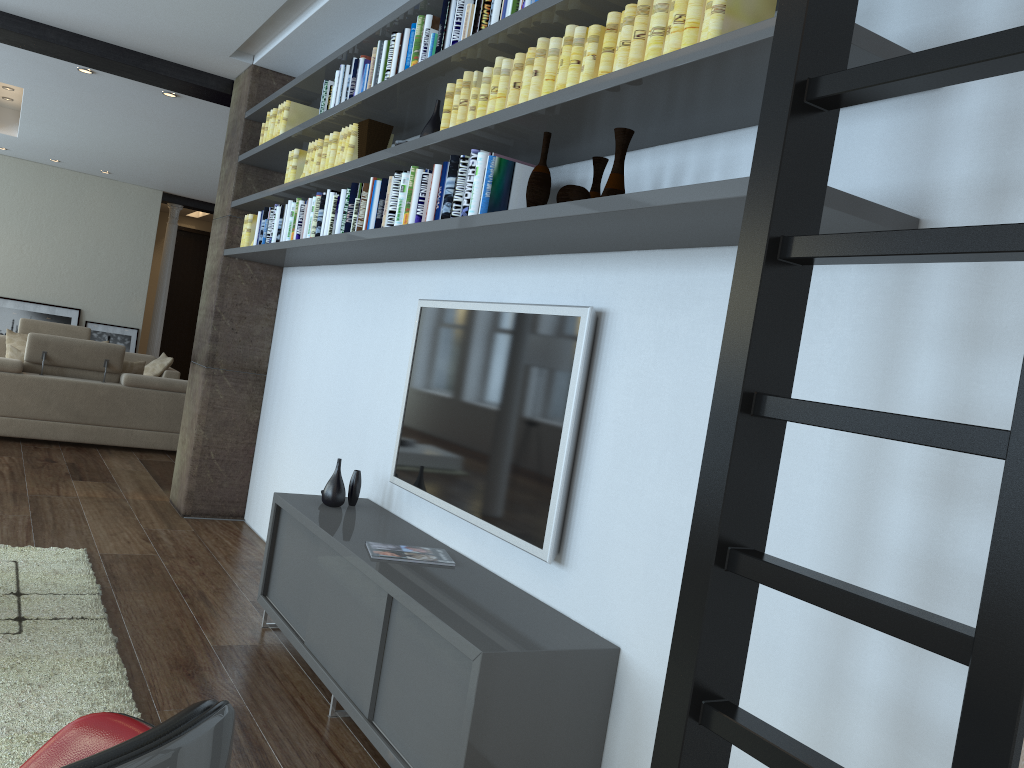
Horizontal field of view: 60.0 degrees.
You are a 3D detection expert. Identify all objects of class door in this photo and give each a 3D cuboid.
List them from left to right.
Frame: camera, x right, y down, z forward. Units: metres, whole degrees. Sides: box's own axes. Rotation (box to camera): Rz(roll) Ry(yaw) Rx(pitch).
[{"bbox_3d":[-5.816,-1.361,15.960,1.037,2.814,0.246,9,1,-31],"label":"door"}]

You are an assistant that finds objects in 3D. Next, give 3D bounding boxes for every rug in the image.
[{"bbox_3d":[-2.466,0.906,2.098,2.972,0.020,4.231,9,1,-31],"label":"rug"}]

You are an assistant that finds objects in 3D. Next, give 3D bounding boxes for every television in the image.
[{"bbox_3d":[-0.117,0.099,3.323,0.074,0.812,1.307,9,1,-31],"label":"television"}]

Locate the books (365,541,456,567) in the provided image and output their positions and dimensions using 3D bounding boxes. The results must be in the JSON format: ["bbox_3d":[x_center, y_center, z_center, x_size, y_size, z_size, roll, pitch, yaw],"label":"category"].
[{"bbox_3d":[-0.371,0.614,3.211,0.300,0.010,0.220,9,1,-16],"label":"books"}]

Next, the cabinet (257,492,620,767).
[{"bbox_3d":[-0.432,0.913,3.255,0.450,0.603,2.000,9,1,-31],"label":"cabinet"}]

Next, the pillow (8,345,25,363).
[{"bbox_3d":[-4.292,-0.114,8.050,0.519,0.416,0.368,9,1,-26],"label":"pillow"}]

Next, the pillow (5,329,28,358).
[{"bbox_3d":[-5.762,-0.410,10.590,0.519,0.416,0.368,8,2,-35],"label":"pillow"}]

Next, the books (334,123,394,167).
[{"bbox_3d":[-0.708,-1.085,4.188,0.189,0.228,0.249,9,1,-31],"label":"books"}]

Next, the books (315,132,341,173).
[{"bbox_3d":[-0.841,-1.110,4.422,0.209,0.220,0.278,8,1,-32],"label":"books"}]

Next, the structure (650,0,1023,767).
[{"bbox_3d":[0.581,-0.120,1.325,0.120,3.059,0.600,9,1,-31],"label":"structure"}]

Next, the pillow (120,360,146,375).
[{"bbox_3d":[-3.752,-0.044,8.356,0.534,0.439,0.301,9,1,-27],"label":"pillow"}]

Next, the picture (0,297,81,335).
[{"bbox_3d":[-6.548,-0.545,11.976,1.183,1.140,0.225,9,1,-31],"label":"picture"}]

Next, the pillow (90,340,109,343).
[{"bbox_3d":[-5.234,-0.342,10.918,0.534,0.439,0.301,8,2,-34],"label":"pillow"}]

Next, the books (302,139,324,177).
[{"bbox_3d":[-0.964,-1.136,4.631,0.189,0.228,0.249,9,1,-31],"label":"books"}]

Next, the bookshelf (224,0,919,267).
[{"bbox_3d":[-0.443,-1.038,3.816,0.400,0.942,4.804,9,1,-31],"label":"bookshelf"}]

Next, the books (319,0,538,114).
[{"bbox_3d":[-0.107,-1.275,3.198,0.242,0.237,2.981,9,1,-31],"label":"books"}]

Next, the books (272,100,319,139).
[{"bbox_3d":[-1.252,-1.489,5.123,0.189,0.228,0.249,9,1,-31],"label":"books"}]

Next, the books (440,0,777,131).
[{"bbox_3d":[0.196,-0.912,2.669,0.242,0.237,1.489,9,1,-31],"label":"books"}]

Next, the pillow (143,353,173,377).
[{"bbox_3d":[-4.471,-0.199,11.099,0.395,0.393,0.518,8,2,-34],"label":"pillow"}]

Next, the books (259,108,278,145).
[{"bbox_3d":[-1.385,-1.514,5.357,0.209,0.220,0.278,8,1,-32],"label":"books"}]

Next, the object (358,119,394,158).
[{"bbox_3d":[-0.633,-1.067,4.012,0.124,0.219,0.124,8,1,-32],"label":"object"}]

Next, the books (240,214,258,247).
[{"bbox_3d":[-1.546,-0.929,5.519,0.189,0.224,0.345,9,1,-31],"label":"books"}]

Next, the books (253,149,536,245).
[{"bbox_3d":[-0.714,-0.772,4.091,0.242,0.237,2.981,9,1,-31],"label":"books"}]

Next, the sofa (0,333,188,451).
[{"bbox_3d":[-3.996,0.050,8.242,2.581,0.950,1.021,9,1,-31],"label":"sofa"}]

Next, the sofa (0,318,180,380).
[{"bbox_3d":[-5.465,-0.245,10.780,2.581,0.950,1.021,9,1,-31],"label":"sofa"}]

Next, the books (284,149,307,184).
[{"bbox_3d":[-1.105,-1.162,4.875,0.189,0.224,0.345,9,1,-31],"label":"books"}]

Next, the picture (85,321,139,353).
[{"bbox_3d":[-5.697,-0.342,12.508,0.700,0.988,0.195,9,1,-31],"label":"picture"}]

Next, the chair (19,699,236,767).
[{"bbox_3d":[-0.788,0.779,1.149,0.669,0.818,0.810,10,2,39],"label":"chair"}]
